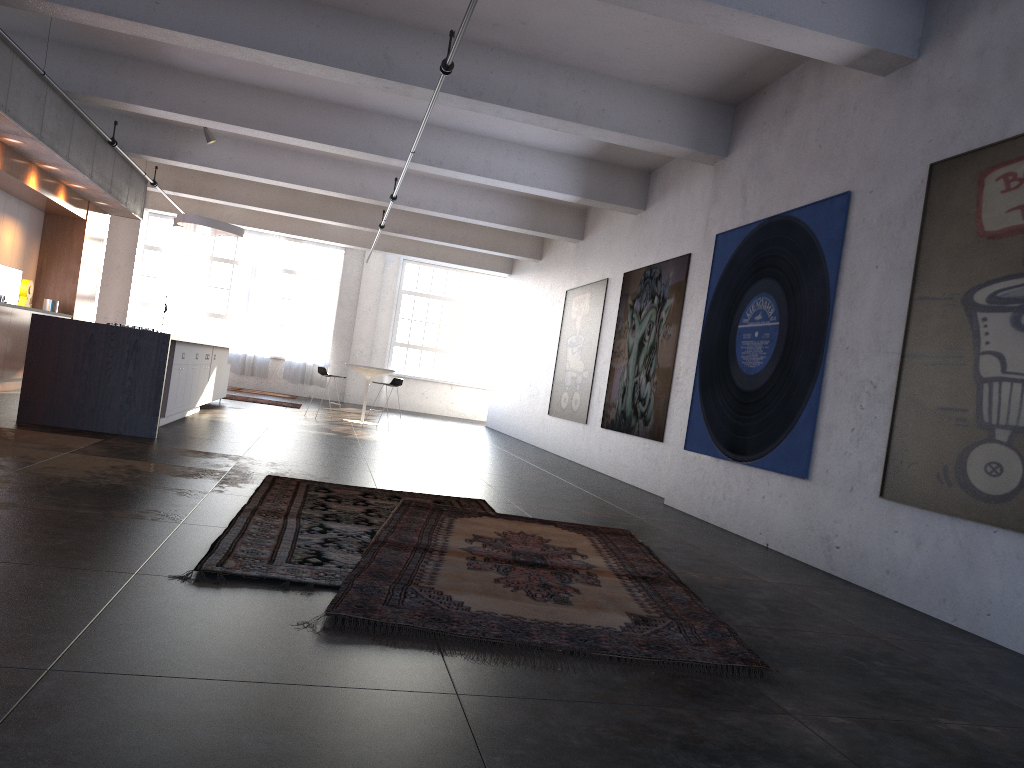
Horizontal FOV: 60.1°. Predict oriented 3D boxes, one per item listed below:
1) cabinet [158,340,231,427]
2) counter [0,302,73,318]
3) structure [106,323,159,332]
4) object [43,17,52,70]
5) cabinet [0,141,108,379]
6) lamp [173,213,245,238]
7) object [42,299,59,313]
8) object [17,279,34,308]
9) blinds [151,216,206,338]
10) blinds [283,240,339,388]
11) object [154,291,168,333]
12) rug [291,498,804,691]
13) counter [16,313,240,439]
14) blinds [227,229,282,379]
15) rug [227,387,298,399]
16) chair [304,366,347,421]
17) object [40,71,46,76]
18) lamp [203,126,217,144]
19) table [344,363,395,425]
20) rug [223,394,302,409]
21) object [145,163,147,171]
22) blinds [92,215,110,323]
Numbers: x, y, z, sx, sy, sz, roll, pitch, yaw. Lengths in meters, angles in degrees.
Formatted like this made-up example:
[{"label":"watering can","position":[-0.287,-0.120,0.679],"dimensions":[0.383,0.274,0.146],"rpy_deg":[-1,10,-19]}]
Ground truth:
[{"label":"cabinet","position":[-4.505,-0.119,11.706],"dimensions":[0.931,0.930,5.590],"rpy_deg":[8,0,-12]},{"label":"counter","position":[-6.677,-1.034,10.450],"dimensions":[1.623,0.039,4.414],"rpy_deg":[9,0,-12]},{"label":"structure","position":[-4.332,-0.629,10.149],"dimensions":[0.517,0.072,0.633],"rpy_deg":[9,0,-13]},{"label":"object","position":[-6.290,-1.079,10.566],"dimensions":[0.050,0.053,0.065],"rpy_deg":[8,0,25]},{"label":"cabinet","position":[-6.834,-1.484,9.630],"dimensions":[2.403,2.562,8.023],"rpy_deg":[8,0,-12]},{"label":"lamp","position":[-4.804,-2.448,13.691],"dimensions":[1.057,0.130,1.028],"rpy_deg":[8,0,33]},{"label":"object","position":[-6.503,-1.101,12.487],"dimensions":[0.186,0.170,0.194],"rpy_deg":[8,0,36]},{"label":"object","position":[-6.489,-1.204,11.838],"dimensions":[0.100,0.381,0.271],"rpy_deg":[8,0,-12]},{"label":"blinds","position":[-7.741,-2.256,20.686],"dimensions":[1.043,3.675,0.357],"rpy_deg":[8,1,-15]},{"label":"blinds","position":[-4.765,-1.827,21.445],"dimensions":[1.041,3.751,0.338],"rpy_deg":[8,1,-16]},{"label":"object","position":[-7.560,-1.037,18.738],"dimensions":[1.192,1.919,1.045],"rpy_deg":[8,0,-13]},{"label":"rug","position":[0.100,0.948,4.704],"dimensions":[1.882,0.048,3.512],"rpy_deg":[8,0,-3]},{"label":"counter","position":[-4.388,-0.136,11.110],"dimensions":[1.153,0.971,6.588],"rpy_deg":[8,0,-12]},{"label":"blinds","position":[-6.092,-2.020,21.100],"dimensions":[1.049,3.698,0.334],"rpy_deg":[8,1,-17]},{"label":"rug","position":[-6.474,0.090,20.061],"dimensions":[3.164,0.009,1.795],"rpy_deg":[9,0,-14]},{"label":"chair","position":[-2.994,0.188,14.347],"dimensions":[0.516,0.895,0.454],"rpy_deg":[8,0,-36]},{"label":"object","position":[-6.333,-1.082,10.599],"dimensions":[0.052,0.053,0.062],"rpy_deg":[8,0,-6]},{"label":"lamp","position":[-4.167,-3.447,12.187],"dimensions":[0.226,0.287,0.129],"rpy_deg":[8,0,-30]},{"label":"table","position":[-2.441,0.182,14.813],"dimensions":[0.837,0.952,0.820],"rpy_deg":[8,0,-13]},{"label":"rug","position":[-5.425,0.213,16.555],"dimensions":[2.915,0.029,1.835],"rpy_deg":[9,0,-13]},{"label":"object","position":[-6.261,-1.113,10.595],"dimensions":[0.057,0.060,0.053],"rpy_deg":[8,0,10]},{"label":"blinds","position":[-9.202,-2.476,20.341],"dimensions":[1.037,3.713,0.311],"rpy_deg":[8,1,-15]}]
